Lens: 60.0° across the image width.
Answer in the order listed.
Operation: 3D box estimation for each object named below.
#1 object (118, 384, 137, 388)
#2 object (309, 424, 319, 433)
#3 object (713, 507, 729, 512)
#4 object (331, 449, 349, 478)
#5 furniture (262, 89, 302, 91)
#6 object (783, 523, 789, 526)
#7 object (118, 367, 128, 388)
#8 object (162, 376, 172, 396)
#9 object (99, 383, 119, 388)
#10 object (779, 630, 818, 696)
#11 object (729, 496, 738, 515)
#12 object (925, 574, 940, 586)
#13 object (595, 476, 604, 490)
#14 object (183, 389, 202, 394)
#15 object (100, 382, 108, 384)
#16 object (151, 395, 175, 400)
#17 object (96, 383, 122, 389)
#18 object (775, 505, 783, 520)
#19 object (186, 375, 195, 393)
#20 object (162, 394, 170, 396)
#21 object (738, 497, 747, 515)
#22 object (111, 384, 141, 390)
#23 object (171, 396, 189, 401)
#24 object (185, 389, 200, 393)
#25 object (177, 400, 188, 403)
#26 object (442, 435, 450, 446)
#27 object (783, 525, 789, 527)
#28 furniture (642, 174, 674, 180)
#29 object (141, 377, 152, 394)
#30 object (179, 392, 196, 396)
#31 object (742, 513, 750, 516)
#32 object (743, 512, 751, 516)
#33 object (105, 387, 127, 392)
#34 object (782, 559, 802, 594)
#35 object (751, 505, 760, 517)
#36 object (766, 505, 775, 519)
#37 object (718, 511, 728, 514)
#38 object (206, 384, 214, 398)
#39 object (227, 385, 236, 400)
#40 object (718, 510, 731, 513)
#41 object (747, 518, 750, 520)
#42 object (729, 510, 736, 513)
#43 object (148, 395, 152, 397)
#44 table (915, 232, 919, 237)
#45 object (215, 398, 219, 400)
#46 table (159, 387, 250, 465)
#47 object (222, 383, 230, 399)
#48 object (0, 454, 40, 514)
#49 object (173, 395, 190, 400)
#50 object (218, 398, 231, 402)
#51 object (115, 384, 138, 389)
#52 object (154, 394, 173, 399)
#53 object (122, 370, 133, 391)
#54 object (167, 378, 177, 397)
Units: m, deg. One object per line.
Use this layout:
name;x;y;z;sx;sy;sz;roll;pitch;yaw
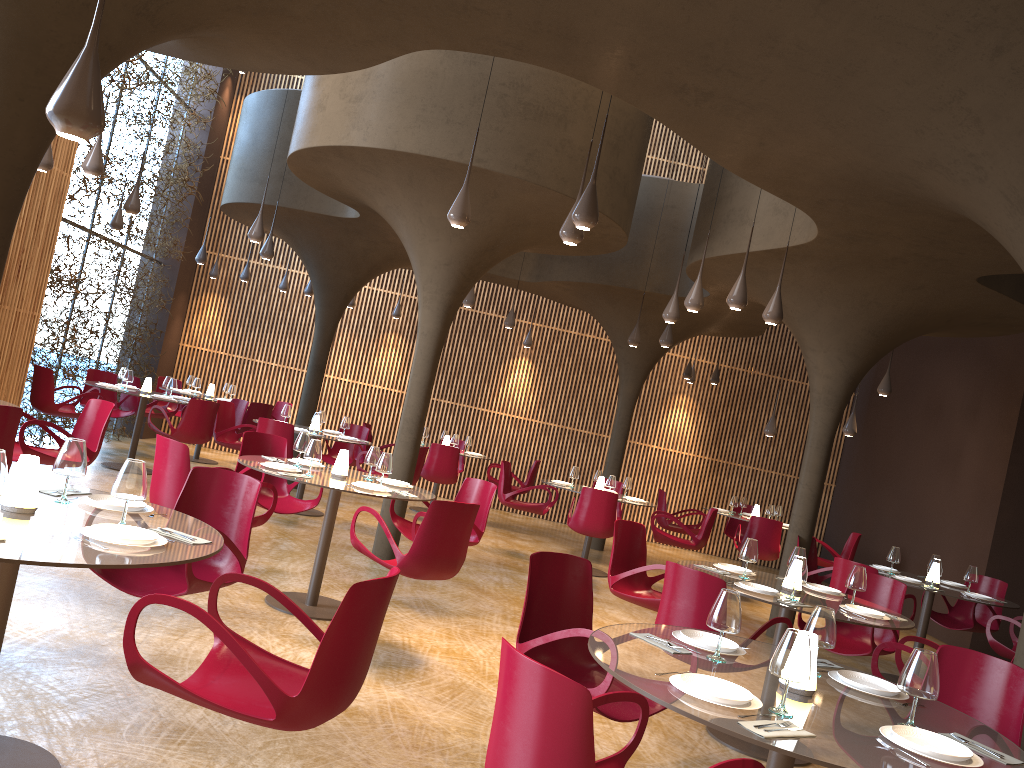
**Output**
object;-5.731;0.035;13.199;0.262;0.029;0.264;11;-2;35
object;-2.758;0.554;12.438;0.144;0.232;0.143;11;-1;43
object;3.409;2.057;14.463;0.263;0.029;0.263;12;-2;11
object;-1.444;0.673;7.520;0.142;0.232;0.144;12;-1;-9
furniture;-2.565;-3.588;14.786;3.892;1.047;3.784;13;-2;-25
object;4.424;2.268;14.185;0.263;0.029;0.263;12;-2;-6
object;-5.692;-0.095;12.968;0.142;0.295;0.142;12;-1;10
object;-5.127;0.035;13.191;0.141;0.295;0.142;12;-1;38
object;-5.664;0.025;12.458;0.264;0.029;0.262;13;-2;-30
object;1.148;1.098;3.507;0.144;0.232;0.142;12;-1;16
object;3.563;1.954;14.270;0.142;0.295;0.141;13;-1;-44
object;4.534;2.035;9.521;0.145;0.232;0.142;13;-1;-45
object;1.255;1.429;12.609;0.142;0.232;0.144;13;-1;-27
object;-5.712;0.139;15.856;0.332;0.014;0.331;13;-2;-10
object;-5.954;-0.003;12.998;0.261;0.017;0.127;10;-3;45
object;-4.936;0.195;12.542;0.331;0.014;0.332;12;-2;7
object;-5.666;0.034;12.458;0.332;0.014;0.331;13;-2;-21
object;4.310;2.119;14.369;0.142;0.295;0.142;12;-1;-14
object;-5.672;0.000;15.624;0.142;0.295;0.142;12;-1;-1
object;-5.151;0.186;13.429;0.126;0.017;0.262;11;-2;39
object;3.841;2.031;14.763;0.142;0.295;0.141;12;-1;-19
object;-5.731;0.046;13.203;0.204;0.012;0.412;11;-2;41
object;-4.931;0.219;13.225;0.332;0.014;0.331;13;-2;-9
object;-5.710;0.129;15.856;0.262;0.029;0.264;11;-3;42
object;-4.705;0.259;12.728;0.127;0.017;0.261;14;-3;-41
object;-1.137;1.002;15.294;0.142;0.232;0.144;12;-1;-17
object;4.422;2.277;14.185;0.332;0.014;0.331;13;-2;-13
furniture;1.636;-2.692;14.078;2.524;1.047;0.903;11;-2;40
object;-5.298;0.019;12.877;0.143;0.232;0.144;13;-1;-37
object;-5.443;0.172;14.895;0.126;0.017;0.262;10;-3;43
object;4.004;2.210;14.886;0.331;0.014;0.333;11;-2;35
object;4.006;2.201;14.886;0.262;0.029;0.264;11;-2;25
object;-5.464;0.078;12.239;0.126;0.017;0.262;10;-3;43
object;2.056;1.394;6.453;0.143;0.232;0.144;13;-1;-42
object;3.956;2.073;14.362;0.144;0.232;0.142;12;-1;-6
object;4.068;2.053;13.966;0.142;0.295;0.142;12;-1;7
object;3.319;2.045;14.174;0.261;0.017;0.127;12;-2;14
object;-5.278;0.113;15.534;0.145;0.232;0.142;13;-1;-27
object;-4.883;0.164;15.433;0.142;0.295;0.141;13;-1;-42
object;3.407;2.067;14.463;0.331;0.014;0.332;11;-2;27
object;3.839;2.139;13.853;0.331;0.014;0.332;11;-2;26
object;3.723;2.160;14.983;0.126;0.017;0.262;12;-2;15
object;-4.939;0.195;12.539;0.204;0.012;0.412;10;-3;44
table;4.407;-2.159;9.635;1.668;1.024;1.677;11;-2;33
object;-4.915;0.289;15.199;0.331;0.014;0.332;12;-2;17
table;-5.422;0.779;15.529;1.668;1.130;1.677;11;-2;40
object;-5.107;0.130;15.848;0.141;0.295;0.142;12;-1;16
object;-2.040;0.414;3.708;0.142;0.232;0.144;13;-1;-24
object;-4.929;0.210;13.226;0.263;0.029;0.263;13;-2;-9
object;-4.913;0.280;15.199;0.263;0.029;0.263;13;-2;-9
object;-5.733;0.044;13.199;0.332;0.014;0.331;13;-2;-10
object;-4.934;0.186;12.542;0.264;0.029;0.262;14;-2;-41
object;-5.410;-0.050;12.477;0.142;0.295;0.142;12;-1;-3
object;-4.903;0.070;12.776;0.141;0.295;0.142;12;-1;14
